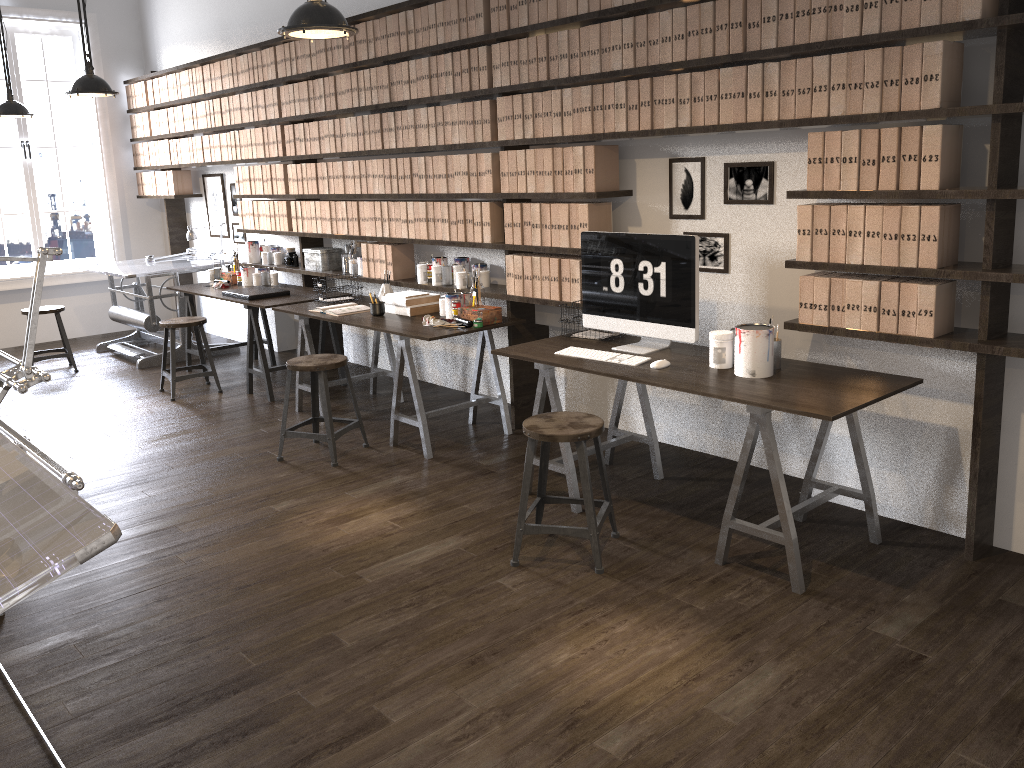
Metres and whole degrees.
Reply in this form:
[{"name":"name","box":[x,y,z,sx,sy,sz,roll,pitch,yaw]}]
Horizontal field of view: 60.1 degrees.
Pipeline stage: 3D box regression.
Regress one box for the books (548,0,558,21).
[{"name":"books","box":[0.255,-1.879,4.313,0.175,0.223,0.067,-13,15,-40]}]

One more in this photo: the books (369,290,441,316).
[{"name":"books","box":[-0.644,-0.485,5.196,0.387,0.146,0.296,-14,18,-40]}]

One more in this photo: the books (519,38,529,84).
[{"name":"books","box":[0.122,-1.644,4.530,0.175,0.223,0.067,-13,15,-40]}]

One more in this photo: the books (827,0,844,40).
[{"name":"books","box":[1.247,-1.384,3.288,0.175,0.223,0.067,-13,15,-41]}]

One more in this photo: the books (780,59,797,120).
[{"name":"books","box":[1.131,-1.153,3.482,0.175,0.223,0.067,-13,15,-41]}]

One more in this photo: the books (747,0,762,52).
[{"name":"books","box":[1.017,-1.438,3.544,0.175,0.223,0.067,-13,15,-40]}]

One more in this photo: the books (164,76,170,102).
[{"name":"books","box":[-3.003,-2.633,7.912,0.175,0.223,0.067,-13,15,-40]}]

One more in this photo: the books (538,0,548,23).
[{"name":"books","box":[0.215,-1.890,4.366,0.175,0.223,0.067,-13,15,-41]}]

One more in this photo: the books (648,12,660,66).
[{"name":"books","box":[0.682,-1.515,3.915,0.175,0.223,0.067,-13,15,-40]}]

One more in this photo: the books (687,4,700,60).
[{"name":"books","box":[0.820,-1.481,3.752,0.175,0.223,0.067,-13,15,-40]}]

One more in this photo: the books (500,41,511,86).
[{"name":"books","box":[0.029,-1.664,4.627,0.175,0.223,0.067,-13,15,-40]}]

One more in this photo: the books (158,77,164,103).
[{"name":"books","box":[-3.091,-2.656,8.018,0.175,0.223,0.067,-13,15,-41]}]

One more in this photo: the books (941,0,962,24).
[{"name":"books","box":[1.522,-1.320,2.984,0.175,0.223,0.067,-13,15,-40]}]

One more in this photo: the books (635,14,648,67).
[{"name":"books","box":[0.634,-1.526,3.965,0.175,0.223,0.067,-13,15,-40]}]

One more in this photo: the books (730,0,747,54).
[{"name":"books","box":[0.963,-1.448,3.596,0.175,0.223,0.067,-13,15,-41]}]

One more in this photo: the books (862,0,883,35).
[{"name":"books","box":[1.335,-1.362,3.186,0.175,0.223,0.067,-13,15,-40]}]

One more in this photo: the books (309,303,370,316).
[{"name":"books","box":[-1.038,-0.459,5.384,0.257,0.029,0.356,-14,18,-40]}]

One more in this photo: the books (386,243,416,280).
[{"name":"books","box":[-0.718,-0.791,5.714,0.175,0.223,0.067,-13,15,-41]}]

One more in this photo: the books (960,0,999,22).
[{"name":"books","box":[1.562,-1.310,2.937,0.175,0.223,0.067,-13,15,-40]}]

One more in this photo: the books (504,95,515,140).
[{"name":"books","box":[0.048,-1.401,4.668,0.175,0.223,0.067,-13,15,-40]}]

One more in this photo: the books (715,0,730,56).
[{"name":"books","box":[0.918,-1.461,3.654,0.175,0.223,0.067,-13,15,-40]}]

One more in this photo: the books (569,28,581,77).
[{"name":"books","box":[0.361,-1.589,4.268,0.175,0.223,0.067,-13,15,-40]}]

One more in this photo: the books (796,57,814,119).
[{"name":"books","box":[1.176,-1.142,3.430,0.175,0.223,0.067,-13,15,-41]}]

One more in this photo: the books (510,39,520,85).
[{"name":"books","box":[0.077,-1.653,4.573,0.175,0.223,0.067,-13,15,-41]}]

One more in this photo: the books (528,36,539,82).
[{"name":"books","box":[0.168,-1.634,4.483,0.175,0.223,0.067,-13,15,-41]}]

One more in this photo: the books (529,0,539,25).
[{"name":"books","box":[0.167,-1.901,4.418,0.175,0.223,0.067,-13,15,-41]}]

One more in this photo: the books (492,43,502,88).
[{"name":"books","box":[-0.017,-1.676,4.682,0.175,0.223,0.067,-13,15,-40]}]

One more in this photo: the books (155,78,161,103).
[{"name":"books","box":[-3.141,-2.666,8.067,0.175,0.223,0.067,-13,15,-40]}]

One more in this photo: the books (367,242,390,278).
[{"name":"books","box":[-0.860,-0.824,5.870,0.175,0.223,0.067,-13,15,-40]}]

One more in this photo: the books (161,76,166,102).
[{"name":"books","box":[-3.043,-2.645,7.965,0.175,0.223,0.067,-13,15,-41]}]

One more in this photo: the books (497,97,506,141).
[{"name":"books","box":[0.009,-1.412,4.717,0.175,0.223,0.067,-13,15,-41]}]

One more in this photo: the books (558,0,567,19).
[{"name":"books","box":[0.303,-1.869,4.266,0.175,0.223,0.067,-13,15,-41]}]

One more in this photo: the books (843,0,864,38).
[{"name":"books","box":[1.288,-1.374,3.240,0.175,0.223,0.067,-13,15,-41]}]

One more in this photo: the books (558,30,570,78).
[{"name":"books","box":[0.311,-1.600,4.318,0.175,0.223,0.067,-13,15,-41]}]

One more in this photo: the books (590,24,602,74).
[{"name":"books","box":[0.449,-1.567,4.162,0.175,0.223,0.067,-13,15,-41]}]

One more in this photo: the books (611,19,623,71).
[{"name":"books","box":[0.538,-1.547,4.069,0.175,0.223,0.067,-13,15,-40]}]

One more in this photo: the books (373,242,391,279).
[{"name":"books","box":[-0.813,-0.813,5.818,0.175,0.223,0.067,-13,15,-40]}]

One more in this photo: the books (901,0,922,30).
[{"name":"books","box":[1.432,-1.342,3.086,0.175,0.223,0.067,-13,15,-41]}]

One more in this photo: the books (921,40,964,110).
[{"name":"books","box":[1.494,-1.067,3.073,0.175,0.223,0.067,-13,15,-40]}]

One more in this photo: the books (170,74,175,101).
[{"name":"books","box":[-2.914,-2.614,7.819,0.175,0.223,0.067,-13,15,-41]}]

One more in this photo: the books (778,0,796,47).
[{"name":"books","box":[1.111,-1.416,3.440,0.175,0.223,0.067,-13,15,-41]}]

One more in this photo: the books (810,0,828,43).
[{"name":"books","box":[1.199,-1.393,3.334,0.175,0.223,0.067,-13,15,-40]}]

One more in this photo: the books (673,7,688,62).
[{"name":"books","box":[0.772,-1.492,3.806,0.175,0.223,0.067,-13,15,-41]}]

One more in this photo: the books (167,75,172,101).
[{"name":"books","box":[-2.955,-2.624,7.866,0.175,0.223,0.067,-13,15,-41]}]

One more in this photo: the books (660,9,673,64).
[{"name":"books","box":[0.726,-1.504,3.861,0.175,0.223,0.067,-13,15,-41]}]

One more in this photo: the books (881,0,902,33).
[{"name":"books","box":[1.385,-1.352,3.137,0.175,0.223,0.067,-13,15,-41]}]

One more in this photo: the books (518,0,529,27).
[{"name":"books","box":[0.117,-1.911,4.468,0.175,0.223,0.067,-13,15,-40]}]

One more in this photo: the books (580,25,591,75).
[{"name":"books","box":[0.409,-1.578,4.216,0.175,0.223,0.067,-13,15,-40]}]

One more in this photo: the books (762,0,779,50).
[{"name":"books","box":[1.061,-1.426,3.489,0.175,0.223,0.067,-13,15,-40]}]

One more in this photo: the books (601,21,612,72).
[{"name":"books","box":[0.497,-1.558,4.116,0.175,0.223,0.067,-13,15,-40]}]

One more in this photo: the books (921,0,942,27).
[{"name":"books","box":[1.474,-1.330,3.030,0.175,0.223,0.067,-13,15,-41]}]

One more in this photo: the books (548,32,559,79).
[{"name":"books","box":[0.267,-1.611,4.373,0.175,0.223,0.067,-13,15,-41]}]

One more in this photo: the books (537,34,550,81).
[{"name":"books","box":[0.213,-1.622,4.425,0.175,0.223,0.067,-13,15,-40]}]

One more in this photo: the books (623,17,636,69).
[{"name":"books","box":[0.585,-1.536,4.014,0.175,0.223,0.067,-13,15,-41]}]

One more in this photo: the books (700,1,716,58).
[{"name":"books","box":[0.865,-1.472,3.709,0.175,0.223,0.067,-13,15,-41]}]

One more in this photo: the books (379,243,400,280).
[{"name":"books","box":[-0.769,-0.801,5.763,0.175,0.223,0.067,-13,15,-41]}]

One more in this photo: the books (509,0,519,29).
[{"name":"books","box":[0.073,-1.923,4.523,0.175,0.223,0.067,-13,15,-40]}]

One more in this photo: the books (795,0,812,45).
[{"name":"books","box":[1.159,-1.405,3.387,0.175,0.223,0.067,-13,15,-41]}]

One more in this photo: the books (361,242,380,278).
[{"name":"books","box":[-0.910,-0.833,5.916,0.175,0.223,0.067,-13,15,-41]}]
